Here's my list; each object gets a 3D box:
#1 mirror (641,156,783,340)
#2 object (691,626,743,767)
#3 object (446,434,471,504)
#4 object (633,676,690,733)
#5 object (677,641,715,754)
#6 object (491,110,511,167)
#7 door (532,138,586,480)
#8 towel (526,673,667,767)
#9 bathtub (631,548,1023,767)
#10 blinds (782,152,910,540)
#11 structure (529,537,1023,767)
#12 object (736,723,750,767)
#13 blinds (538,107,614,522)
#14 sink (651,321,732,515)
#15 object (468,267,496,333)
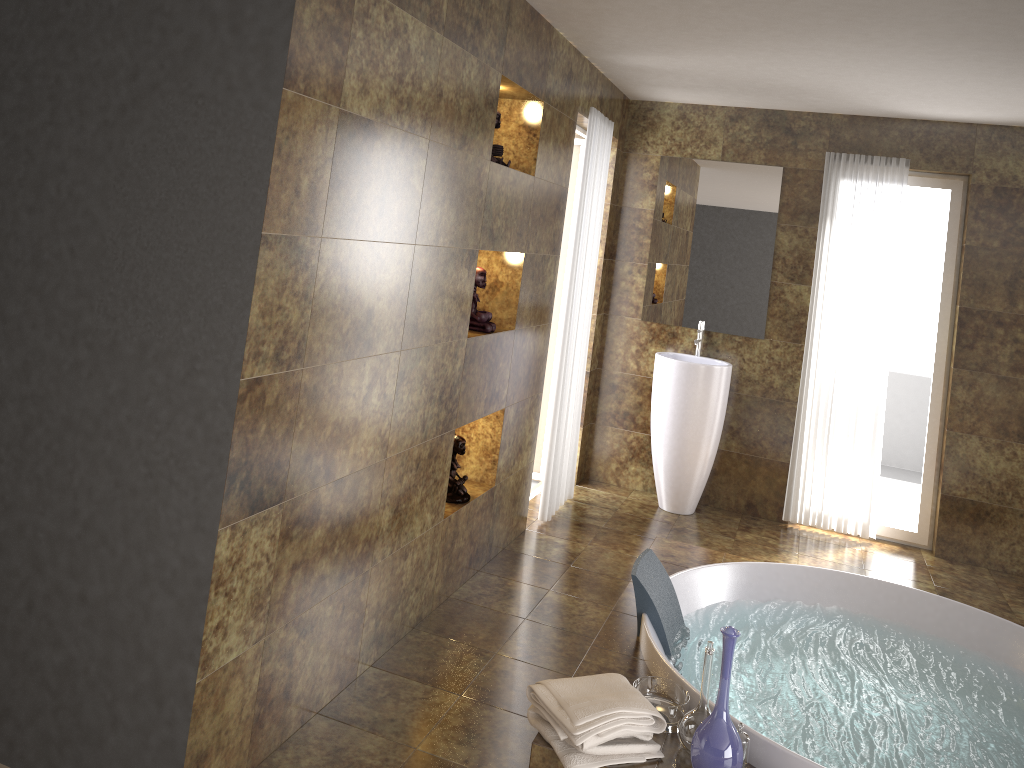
[{"bbox_3d":[1.263,-0.881,5.485,0.775,1.088,0.008,8,-3,19],"label":"mirror"},{"bbox_3d":[0.560,0.857,2.305,0.138,0.418,0.134,6,-2,27],"label":"object"},{"bbox_3d":[-0.238,0.351,3.698,0.153,0.273,0.150,7,0,19],"label":"object"},{"bbox_3d":[0.445,0.962,2.601,0.170,0.075,0.171,7,8,0],"label":"object"},{"bbox_3d":[0.546,0.885,2.450,0.132,0.307,0.128,7,-1,27],"label":"object"},{"bbox_3d":[-0.081,-1.074,3.746,0.153,0.266,0.121,7,-1,19],"label":"object"},{"bbox_3d":[-0.118,-0.557,5.603,0.966,2.219,0.039,7,-3,9],"label":"door"},{"bbox_3d":[0.233,0.943,2.459,0.318,0.149,0.346,4,8,-26],"label":"towel"},{"bbox_3d":[1.312,1.102,2.979,1.733,0.519,1.788,0,11,-40],"label":"bathtub"},{"bbox_3d":[1.999,-0.260,5.138,0.523,2.257,0.066,6,-3,19],"label":"blinds"},{"bbox_3d":[1.313,1.110,2.980,2.025,0.123,2.008,11,10,19],"label":"structure"},{"bbox_3d":[0.630,1.001,2.398,0.057,0.115,0.058,8,-1,-19],"label":"object"},{"bbox_3d":[0.394,-0.425,4.921,0.068,2.268,0.593,6,-3,18],"label":"blinds"},{"bbox_3d":[1.055,0.191,5.214,0.463,1.132,0.431,7,-2,22],"label":"sink"},{"bbox_3d":[-0.145,-0.374,3.766,0.176,0.284,0.110,7,-1,19],"label":"object"}]
